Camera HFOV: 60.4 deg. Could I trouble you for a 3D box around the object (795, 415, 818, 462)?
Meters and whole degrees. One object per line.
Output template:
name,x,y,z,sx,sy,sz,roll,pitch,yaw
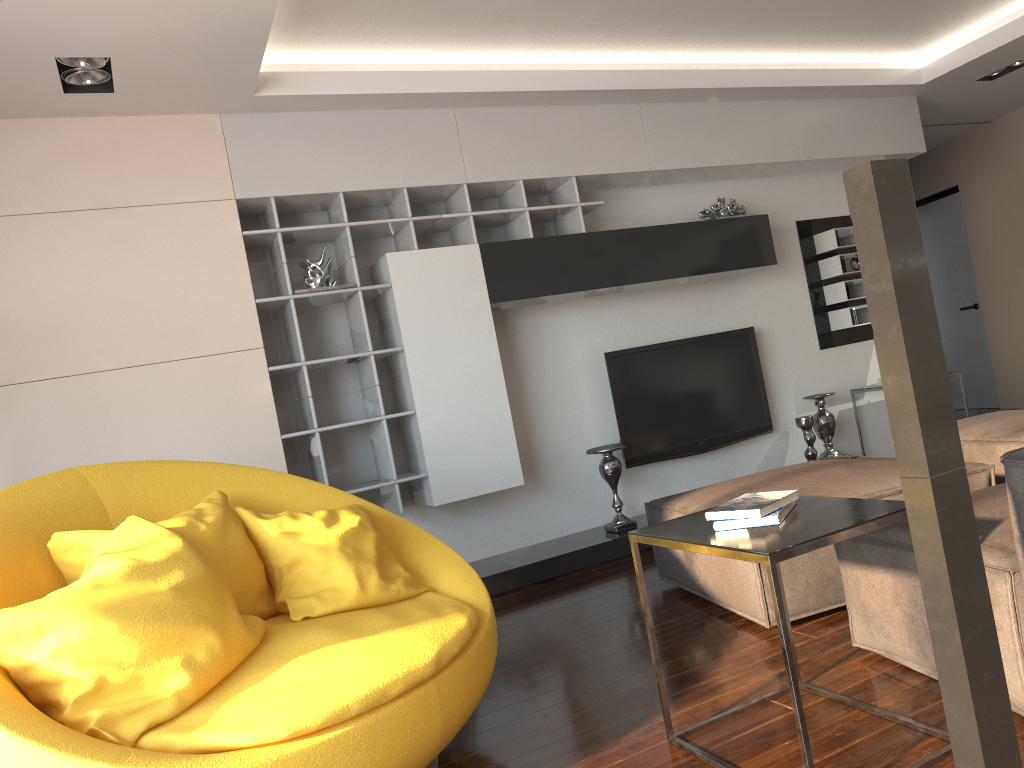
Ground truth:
object,1.898,0.392,5.613,0.129,0.371,0.117,-11,0,-30

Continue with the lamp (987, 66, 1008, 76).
lamp,3.309,-2.162,6.042,0.183,0.077,0.171,-11,0,-19

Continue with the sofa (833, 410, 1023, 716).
sofa,2.081,0.273,3.271,2.559,0.704,2.656,-11,-1,-14

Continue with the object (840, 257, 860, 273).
object,2.424,-0.833,6.095,0.376,0.094,0.069,-10,0,-26

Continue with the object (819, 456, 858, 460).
object,1.447,0.328,3.903,0.053,0.015,0.199,-11,-1,-23

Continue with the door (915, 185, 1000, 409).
door,4.244,-0.789,8.551,0.158,2.093,0.973,-11,0,-12

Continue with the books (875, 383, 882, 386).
books,2.674,-0.029,6.029,0.304,0.011,0.264,-11,-1,30

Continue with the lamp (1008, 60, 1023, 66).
lamp,3.374,-2.176,5.882,0.185,0.077,0.168,-10,-1,-30

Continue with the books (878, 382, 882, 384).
books,2.677,-0.041,6.037,0.308,0.011,0.261,-11,-1,19

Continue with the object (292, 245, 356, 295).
object,-0.961,-0.549,4.333,0.297,0.227,0.272,-11,0,-25

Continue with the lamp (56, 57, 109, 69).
lamp,-1.635,-1.251,3.348,0.179,0.077,0.174,-11,0,-6

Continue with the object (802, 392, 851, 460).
object,2.060,0.307,5.784,0.229,0.482,0.210,-11,0,-30

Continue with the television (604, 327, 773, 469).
television,1.090,0.079,5.464,1.150,0.714,0.138,-11,0,-26

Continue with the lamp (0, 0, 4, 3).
lamp,-2.142,0.522,2.424,4.008,1.779,0.614,-11,0,45

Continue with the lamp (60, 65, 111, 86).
lamp,-1.700,-1.237,3.507,0.181,0.077,0.172,-11,0,-13

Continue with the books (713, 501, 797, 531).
books,0.605,0.319,2.180,0.156,0.023,0.241,-11,-1,26

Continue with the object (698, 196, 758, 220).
object,1.340,-1.100,5.574,0.337,0.177,0.310,-11,0,-25

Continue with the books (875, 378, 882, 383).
books,2.671,-0.050,6.043,0.306,0.011,0.263,-11,-1,24

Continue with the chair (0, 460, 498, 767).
chair,-0.711,0.644,2.401,1.081,1.005,1.592,-11,0,32

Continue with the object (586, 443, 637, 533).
object,0.575,0.584,4.944,0.251,0.475,0.228,-11,0,-32

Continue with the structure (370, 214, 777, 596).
structure,0.818,-0.016,5.156,3.012,1.766,0.459,-11,0,-26

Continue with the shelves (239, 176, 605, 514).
shelves,-0.308,-0.218,4.680,2.007,1.600,0.362,-11,0,-26

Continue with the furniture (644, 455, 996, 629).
furniture,1.234,0.570,3.643,1.130,0.440,1.062,-11,0,-15

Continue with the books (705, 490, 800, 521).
books,0.593,0.298,2.167,0.147,0.022,0.216,-11,-1,42

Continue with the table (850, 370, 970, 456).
table,2.748,0.249,6.033,0.627,0.563,0.431,-11,0,-25

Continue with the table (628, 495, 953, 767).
table,0.672,0.604,2.153,0.470,0.563,0.575,-11,0,-24
